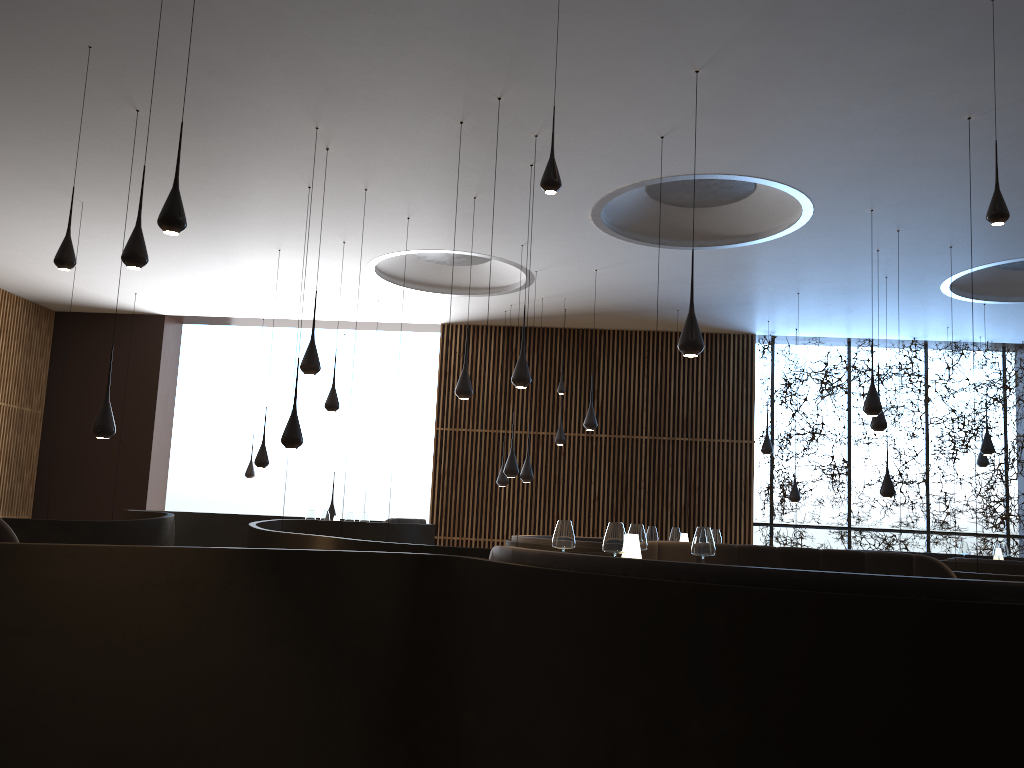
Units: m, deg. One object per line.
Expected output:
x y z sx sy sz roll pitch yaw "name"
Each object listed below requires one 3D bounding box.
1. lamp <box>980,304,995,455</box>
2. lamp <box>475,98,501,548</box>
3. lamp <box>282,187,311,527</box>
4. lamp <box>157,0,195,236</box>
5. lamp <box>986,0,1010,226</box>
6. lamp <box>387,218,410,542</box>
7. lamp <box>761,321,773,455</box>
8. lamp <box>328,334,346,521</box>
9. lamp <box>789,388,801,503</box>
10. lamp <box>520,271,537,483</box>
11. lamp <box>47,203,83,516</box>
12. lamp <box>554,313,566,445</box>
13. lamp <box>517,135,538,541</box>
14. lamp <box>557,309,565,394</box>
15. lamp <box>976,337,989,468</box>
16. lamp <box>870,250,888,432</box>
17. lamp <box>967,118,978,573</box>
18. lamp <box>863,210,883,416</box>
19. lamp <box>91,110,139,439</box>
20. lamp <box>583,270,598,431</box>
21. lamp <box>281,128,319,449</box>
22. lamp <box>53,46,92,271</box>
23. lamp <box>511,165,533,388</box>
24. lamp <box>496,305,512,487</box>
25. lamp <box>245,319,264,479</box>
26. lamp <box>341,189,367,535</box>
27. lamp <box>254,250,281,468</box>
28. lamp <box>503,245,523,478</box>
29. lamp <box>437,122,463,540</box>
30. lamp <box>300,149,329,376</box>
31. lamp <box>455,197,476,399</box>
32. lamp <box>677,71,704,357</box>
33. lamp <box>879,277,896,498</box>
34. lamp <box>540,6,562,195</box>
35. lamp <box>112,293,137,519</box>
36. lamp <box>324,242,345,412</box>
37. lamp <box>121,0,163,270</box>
6.893 -0.075 12.891 0.196 2.216 0.196 4 -7 -11 "lamp"
-0.255 0.713 7.014 0.196 6.255 0.196 4 -7 -11 "lamp"
-2.356 0.959 9.254 0.196 6.255 0.196 -3 -9 39 "lamp"
-1.567 -1.454 4.265 0.133 1.504 0.133 4 -7 -11 "lamp"
3.080 -1.747 5.649 0.133 1.504 0.133 3 -7 -1 "lamp"
-1.378 1.137 10.099 0.196 6.255 0.196 2 -7 9 "lamp"
4.208 0.057 14.583 0.196 2.216 0.196 -3 -9 39 "lamp"
-2.682 0.686 13.642 0.196 2.951 0.196 9 -10 -41 "lamp"
4.793 0.519 14.988 0.196 2.951 0.196 -3 -9 39 "lamp"
0.270 -0.120 12.281 0.196 2.951 0.196 9 -10 -41 "lamp"
-5.221 0.660 10.142 0.196 6.255 0.196 0 -8 19 "lamp"
0.835 -0.104 14.597 0.196 2.216 0.196 -1 -8 29 "lamp"
0.070 0.834 7.694 0.196 6.255 0.196 -1 -8 29 "lamp"
0.795 -0.590 13.801 0.133 1.504 0.133 3 -7 -1 "lamp"
7.928 0.298 14.970 0.196 2.216 0.196 -1 -8 29 "lamp"
4.422 -0.530 10.700 0.196 2.216 0.196 -3 -9 39 "lamp"
3.644 0.894 6.960 0.196 6.255 0.196 -3 -9 39 "lamp"
3.816 -0.767 9.390 0.196 2.216 0.196 -3 -9 39 "lamp"
-3.436 -0.997 7.785 0.196 2.951 0.196 -3 -9 39 "lamp"
1.110 -0.473 12.106 0.196 2.216 0.196 3 -7 -1 "lamp"
-1.865 -0.892 7.968 0.196 2.951 0.196 2 -7 9 "lamp"
-2.795 -1.463 5.700 0.132 1.494 0.132 2 -7 9 "lamp"
0.140 -1.063 8.624 0.196 2.216 0.196 3 -7 -1 "lamp"
-0.084 0.172 14.280 0.196 2.951 0.196 4 -7 -11 "lamp"
-4.689 0.260 16.284 0.196 2.951 0.196 -1 -8 29 "lamp"
-1.738 0.987 9.242 0.196 6.255 0.196 2 -7 9 "lamp"
-3.229 -0.355 11.860 0.196 2.951 0.196 -3 -9 39 "lamp"
0.060 -0.307 11.139 0.196 2.951 0.196 7 -9 -31 "lamp"
-0.601 0.772 7.498 0.196 6.255 0.196 4 -7 -11 "lamp"
-1.844 -1.181 8.464 0.196 2.216 0.196 -3 -9 39 "lamp"
-0.461 -0.941 9.576 0.196 2.216 0.196 2 -7 9 "lamp"
1.370 -1.305 6.678 0.196 2.216 0.196 9 -10 -41 "lamp"
4.970 0.026 11.752 0.196 2.951 0.196 3 -7 -1 "lamp"
0.270 -1.907 5.474 0.133 1.504 0.133 3 -7 -1 "lamp"
-5.160 1.894 11.405 0.196 6.255 0.196 0 -8 19 "lamp"
-2.241 -0.743 11.412 0.196 2.216 0.196 -3 -9 39 "lamp"
-2.196 -1.542 5.357 0.153 1.731 0.153 7 -9 -31 "lamp"
